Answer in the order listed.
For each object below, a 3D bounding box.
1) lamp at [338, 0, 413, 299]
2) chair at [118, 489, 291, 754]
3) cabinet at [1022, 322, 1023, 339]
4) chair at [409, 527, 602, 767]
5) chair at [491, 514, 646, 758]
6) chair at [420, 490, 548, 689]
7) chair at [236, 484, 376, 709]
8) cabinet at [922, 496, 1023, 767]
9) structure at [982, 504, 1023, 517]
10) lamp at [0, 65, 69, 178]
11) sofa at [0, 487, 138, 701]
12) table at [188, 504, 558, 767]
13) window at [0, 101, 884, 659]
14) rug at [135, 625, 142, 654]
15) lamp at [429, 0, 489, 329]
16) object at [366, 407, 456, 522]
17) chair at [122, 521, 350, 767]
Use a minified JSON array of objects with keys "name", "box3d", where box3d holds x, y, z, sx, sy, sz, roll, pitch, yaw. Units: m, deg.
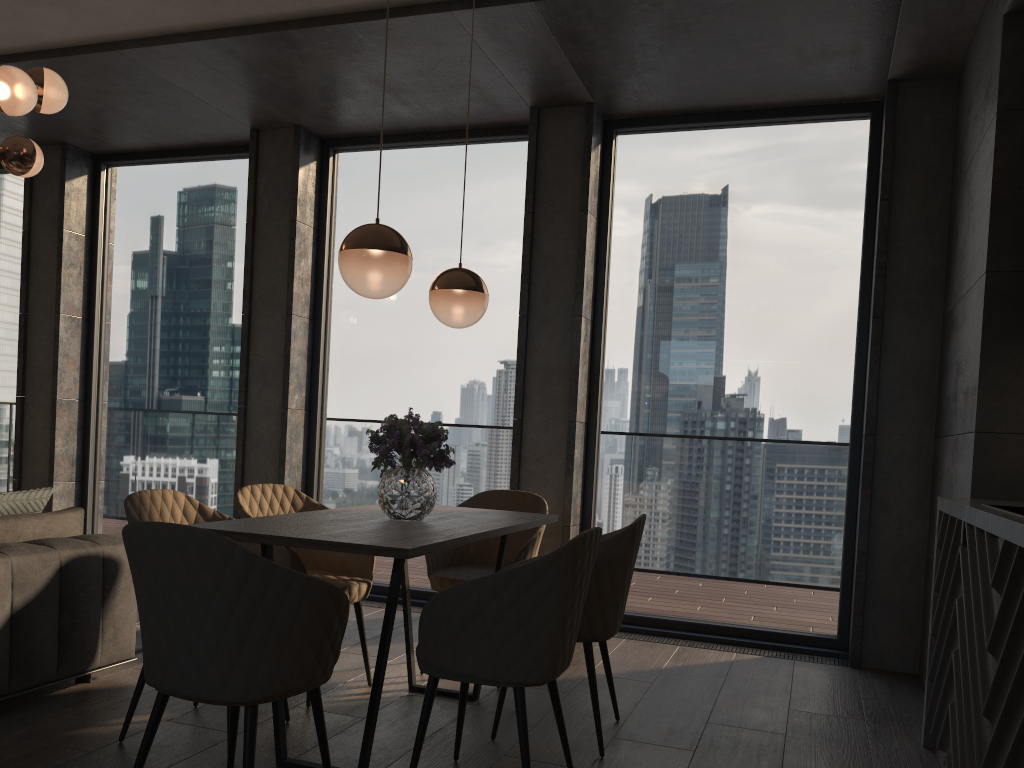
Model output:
[{"name":"lamp","box3d":[-0.407,-1.048,2.844,0.239,1.547,0.238,3,2,-5]},{"name":"chair","box3d":[-1.065,0.803,3.104,0.509,0.837,0.555,3,0,14]},{"name":"cabinet","box3d":[1.516,-0.725,1.601,0.369,0.865,3.402,3,-3,19]},{"name":"chair","box3d":[-0.017,0.832,2.683,0.509,0.837,0.556,3,0,19]},{"name":"chair","box3d":[0.216,0.883,3.290,0.509,0.837,0.555,3,0,14]},{"name":"chair","box3d":[-0.120,0.916,4.099,0.554,0.837,0.511,3,0,24]},{"name":"chair","box3d":[-0.868,0.850,3.683,0.509,0.837,0.556,3,0,29]},{"name":"cabinet","box3d":[1.326,0.781,1.682,0.599,0.949,3.401,3,-3,19]},{"name":"structure","box3d":[1.637,0.376,2.449,0.503,0.017,0.612,2,-4,19]},{"name":"lamp","box3d":[-2.437,-1.359,3.637,1.015,1.039,1.464,3,-2,-5]},{"name":"sofa","box3d":[-3.232,0.721,3.246,2.906,0.785,2.029,2,-3,19]},{"name":"table","box3d":[-0.425,0.879,3.234,0.767,0.769,1.470,3,-2,19]},{"name":"window","box3d":[-1.508,-0.123,5.975,7.253,3.007,0.199,2,1,19]},{"name":"rug","box3d":[-3.378,1.159,4.173,3.138,0.020,1.734,2,-4,19]},{"name":"lamp","box3d":[-0.178,-0.994,3.505,0.238,1.547,0.239,4,2,25]},{"name":"object","box3d":[-0.369,0.289,3.196,0.328,0.409,0.297,3,0,-11]},{"name":"chair","box3d":[-0.749,0.773,2.373,0.554,0.837,0.511,3,0,24]}]
